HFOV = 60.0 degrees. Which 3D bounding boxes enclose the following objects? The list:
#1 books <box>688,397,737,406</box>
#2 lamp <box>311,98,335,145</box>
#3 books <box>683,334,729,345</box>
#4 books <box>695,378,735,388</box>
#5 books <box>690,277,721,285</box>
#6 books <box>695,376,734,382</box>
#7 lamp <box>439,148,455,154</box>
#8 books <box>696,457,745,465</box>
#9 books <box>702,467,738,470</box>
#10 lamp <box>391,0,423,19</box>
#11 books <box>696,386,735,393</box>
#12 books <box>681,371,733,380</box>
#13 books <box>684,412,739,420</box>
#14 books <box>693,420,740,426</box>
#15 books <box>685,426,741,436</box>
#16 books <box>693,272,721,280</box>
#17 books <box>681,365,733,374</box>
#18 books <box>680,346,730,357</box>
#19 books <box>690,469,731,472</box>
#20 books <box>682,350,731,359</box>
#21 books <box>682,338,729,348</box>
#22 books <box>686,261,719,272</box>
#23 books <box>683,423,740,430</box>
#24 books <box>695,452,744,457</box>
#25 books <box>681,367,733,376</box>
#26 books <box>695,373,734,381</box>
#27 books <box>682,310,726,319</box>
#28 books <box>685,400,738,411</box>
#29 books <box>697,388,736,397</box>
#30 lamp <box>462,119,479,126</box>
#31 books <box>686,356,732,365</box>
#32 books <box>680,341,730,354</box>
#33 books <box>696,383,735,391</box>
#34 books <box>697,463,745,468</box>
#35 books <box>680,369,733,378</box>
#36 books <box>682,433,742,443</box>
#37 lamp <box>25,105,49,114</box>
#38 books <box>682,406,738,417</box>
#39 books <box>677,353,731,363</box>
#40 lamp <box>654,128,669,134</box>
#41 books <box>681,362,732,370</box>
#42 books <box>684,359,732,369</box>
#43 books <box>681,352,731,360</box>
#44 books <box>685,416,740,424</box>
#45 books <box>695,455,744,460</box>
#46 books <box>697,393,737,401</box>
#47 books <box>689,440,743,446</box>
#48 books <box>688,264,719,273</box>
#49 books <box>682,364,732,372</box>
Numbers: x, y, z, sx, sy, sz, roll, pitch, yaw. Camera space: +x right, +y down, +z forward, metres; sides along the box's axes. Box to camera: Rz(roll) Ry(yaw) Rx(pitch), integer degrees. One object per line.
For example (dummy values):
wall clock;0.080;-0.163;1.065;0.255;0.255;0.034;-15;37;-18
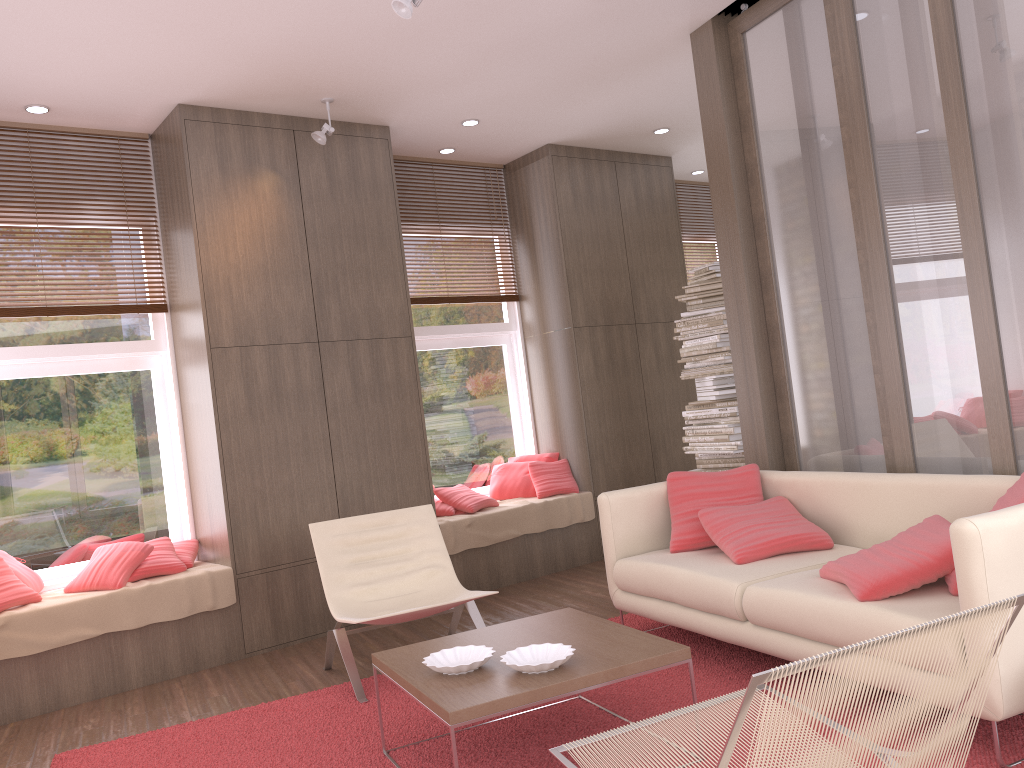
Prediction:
books;1.510;0.108;6.250;0.450;0.022;0.364;-8;-2;25
lamp;-1.147;-1.591;5.383;0.158;0.275;0.102;-7;-2;-17
books;1.442;-0.320;6.244;0.297;0.028;0.379;-6;-2;-29
books;1.495;-0.017;6.235;0.308;0.036;0.417;-7;-2;-5
books;1.421;-0.718;6.232;0.201;0.023;0.272;-6;-2;-44
books;1.511;-0.044;6.224;0.345;0.010;0.443;-7;-2;-5
lamp;-0.492;-1.769;6.727;0.119;0.010;0.119;-7;-2;1
books;1.536;0.518;6.170;0.310;0.033;0.396;-6;-2;-44
books;1.560;0.570;6.178;0.274;0.008;0.385;-6;-2;-44
lamp;-0.450;-1.719;3.831;0.158;0.275;0.102;-7;-2;-17
books;1.494;0.031;6.235;0.294;0.013;0.413;-7;-2;-5
books;1.458;-0.069;6.229;0.469;0.015;0.267;-8;-2;40
books;1.492;0.211;6.217;0.346;0.025;0.442;-6;-2;-39
books;1.557;0.255;6.199;0.320;0.020;0.542;-6;-2;-24
books;1.549;0.311;6.229;0.421;0.046;0.542;-6;-2;-24
books;1.429;-0.761;6.228;0.183;0.010;0.258;-6;-2;-39
books;1.460;-0.111;6.239;0.446;0.012;0.291;-8;-2;40
books;1.432;-0.233;6.269;0.379;0.028;0.297;-8;-2;40
books;1.517;0.590;6.207;0.296;0.018;0.488;-6;-2;-44
books;1.433;-0.214;6.264;0.395;0.009;0.233;-8;-2;40
books;1.438;-0.295;6.267;0.287;0.020;0.388;-6;-2;-29
books;1.404;-0.827;6.244;0.204;0.014;0.313;-6;-2;-24
books;1.515;0.282;6.237;0.399;0.020;0.510;-6;-2;-24
books;1.530;0.470;6.172;0.310;0.024;0.396;-6;-2;-44
books;1.454;-0.097;6.253;0.432;0.013;0.288;-8;-2;40
books;1.502;-0.060;6.196;0.326;0.018;0.500;-7;-2;-5
books;1.439;-0.494;6.255;0.245;0.015;0.416;-6;-2;-44
books;1.528;0.135;6.217;0.341;0.038;0.518;-6;-2;-39
books;1.512;0.050;6.180;0.317;0.030;0.524;-7;-2;-5
lamp;-0.289;-1.810;6.144;0.119;0.010;0.119;-7;-2;1
books;1.463;-0.174;6.245;0.287;0.020;0.388;-6;-2;-29
books;1.426;-0.264;6.283;0.297;0.039;0.379;-6;-2;-29
books;1.509;0.010;6.201;0.323;0.020;0.484;-7;-2;-5
books;1.540;0.547;6.169;0.310;0.024;0.396;-6;-2;-44
books;1.449;-0.082;6.258;0.444;0.015;0.279;-8;-2;40
books;1.521;0.363;6.238;0.410;0.046;0.522;-6;-2;-24
lamp;-2.672;-1.546;4.991;0.119;0.010;0.119;-7;-2;1
books;1.498;0.179;6.239;0.364;0.038;0.469;-6;-2;-39
books;1.442;-0.192;6.251;0.467;0.020;0.283;-8;-2;40
lamp;1.164;-1.969;6.903;0.119;0.010;0.119;-6;-2;-44
books;1.446;-0.131;6.274;0.395;0.007;0.308;-8;-2;40
books;1.460;-0.150;6.273;0.379;0.028;0.297;-8;-2;40
books;1.423;-0.203;6.271;0.368;0.009;0.262;-8;-2;40
books;1.520;0.238;6.242;0.368;0.028;0.469;-6;-2;-39
books;1.533;0.491;6.178;0.300;0.018;0.405;-6;-2;-44
books;1.515;0.082;6.224;0.322;0.030;0.435;-7;-2;-5
books;1.573;0.392;6.173;0.423;0.025;0.566;-6;-2;-24
books;1.408;-0.816;6.225;0.216;0.008;0.277;-6;-2;-24
books;1.457;-0.123;6.252;0.412;0.011;0.308;-8;-2;40
